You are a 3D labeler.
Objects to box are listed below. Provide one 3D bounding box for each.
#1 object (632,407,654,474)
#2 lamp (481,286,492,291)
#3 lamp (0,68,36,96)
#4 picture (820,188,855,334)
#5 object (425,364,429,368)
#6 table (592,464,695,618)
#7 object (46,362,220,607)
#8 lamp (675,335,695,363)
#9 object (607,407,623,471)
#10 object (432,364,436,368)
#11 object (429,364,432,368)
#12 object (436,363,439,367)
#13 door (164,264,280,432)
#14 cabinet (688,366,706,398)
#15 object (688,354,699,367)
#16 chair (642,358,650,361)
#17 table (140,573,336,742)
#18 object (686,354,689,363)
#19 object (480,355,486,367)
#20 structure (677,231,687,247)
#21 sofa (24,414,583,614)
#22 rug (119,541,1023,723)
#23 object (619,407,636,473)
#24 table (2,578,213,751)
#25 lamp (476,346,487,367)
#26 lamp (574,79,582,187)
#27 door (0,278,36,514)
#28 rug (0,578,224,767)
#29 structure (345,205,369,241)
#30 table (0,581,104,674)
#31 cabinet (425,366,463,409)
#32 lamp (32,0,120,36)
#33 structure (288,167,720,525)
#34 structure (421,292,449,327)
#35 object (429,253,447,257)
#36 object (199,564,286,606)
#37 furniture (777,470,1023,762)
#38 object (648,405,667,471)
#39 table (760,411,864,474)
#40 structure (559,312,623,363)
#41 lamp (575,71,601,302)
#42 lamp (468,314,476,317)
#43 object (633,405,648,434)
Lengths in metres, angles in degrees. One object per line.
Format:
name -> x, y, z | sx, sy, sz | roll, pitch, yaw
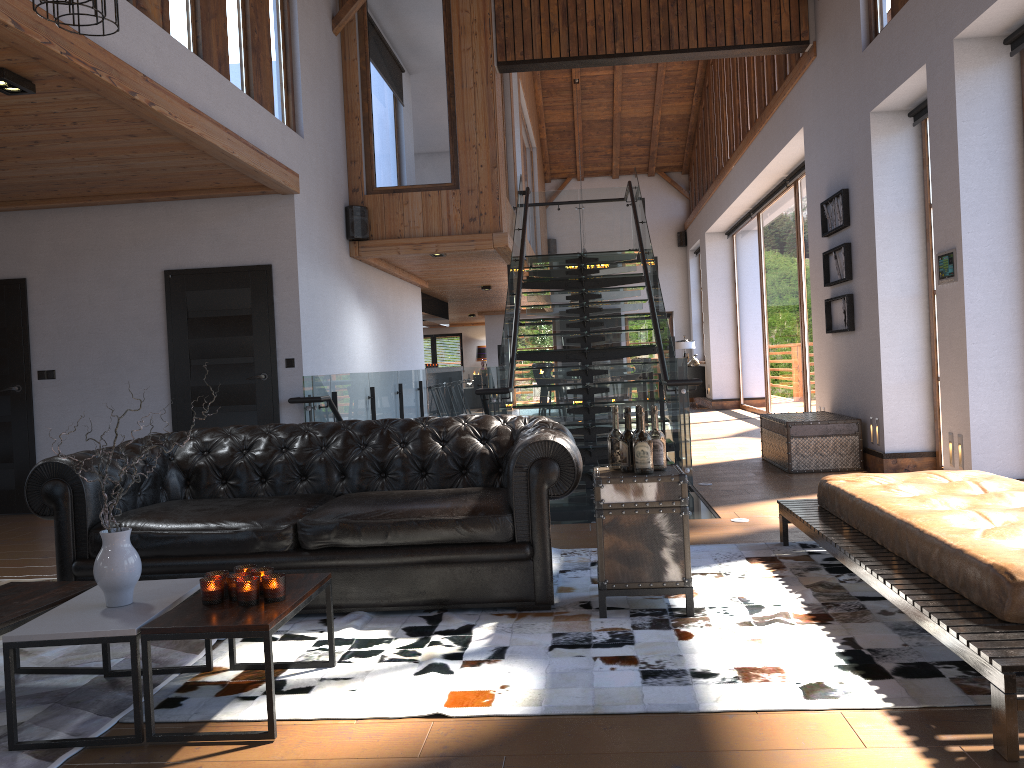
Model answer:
object -> 0.564, 0.244, 3.841 | 0.087, 0.286, 0.088 | -3, 1, 14
lamp -> -0.410, -1.565, 14.422 | 0.155, 0.068, 0.261 | -3, 1, 5
lamp -> -2.570, -1.541, 4.502 | 0.155, 0.068, 0.261 | -3, 1, 5
picture -> 3.132, -1.154, 8.548 | 0.059, 1.312, 0.775 | -3, 1, 5
object -> -1.673, -0.359, 17.501 | 0.080, 0.081, 0.078 | -4, 1, -41
table -> 0.572, 0.685, 3.934 | 0.405, 0.609, 0.418 | -3, 1, 4
object -> -1.319, 0.338, 3.026 | 0.404, 0.808, 0.624 | -3, 1, 16
lamp -> 3.951, -0.765, 20.238 | 0.467, 0.725, 0.473 | -3, 1, 13
object -> 0.475, 0.245, 4.015 | 0.088, 0.286, 0.087 | -3, 1, -19
object -> -1.610, -0.378, 18.233 | 0.080, 0.081, 0.078 | -4, 1, -41
object -> -1.642, -0.368, 17.867 | 0.080, 0.081, 0.078 | -4, 1, -41
object -> -1.579, -0.388, 18.599 | 0.080, 0.081, 0.078 | -4, 1, -41
door -> -2.468, 0.027, 7.614 | 0.940, 2.055, 0.144 | -3, 1, 4
cabinet -> 3.976, -0.064, 19.709 | 0.401, 0.655, 1.870 | -3, 1, 5
object -> 3.898, -0.505, 19.162 | 0.182, 0.262, 0.495 | -3, 1, -27
chair -> 2.234, 0.097, 15.862 | 0.565, 1.092, 0.507 | -3, 1, 13
table -> -0.895, 0.898, 3.007 | 0.399, 0.350, 0.651 | -3, 1, 5
object -> 3.908, -0.533, 19.719 | 0.150, 0.287, 0.501 | -3, 1, 5
object -> -0.718, -0.483, 21.911 | 0.151, 0.504, 0.325 | -3, 1, 4
structure -> 4.023, -3.424, 20.965 | 0.213, 0.349, 0.214 | -3, 1, 4
sofa -> -0.914, 0.628, 4.542 | 2.562, 0.838, 1.241 | -3, 1, 3
rug -> 0.723, 0.955, 3.945 | 3.801, 0.053, 2.437 | -3, 1, 5
object -> 0.517, 0.245, 3.926 | 0.088, 0.286, 0.087 | -3, 1, -18
table -> -1.333, 0.919, 3.009 | 0.400, 0.350, 0.650 | -3, 1, 0
lamp -> -0.270, -0.315, 26.455 | 1.640, 1.698, 0.520 | -3, 1, -18
lamp -> 1.390, -3.740, 17.714 | 0.629, 4.684, 0.614 | -3, 1, -41
door -> -4.639, 0.128, 7.748 | 0.940, 2.055, 0.144 | -3, 1, 4
rug -> -2.485, 1.130, 3.036 | 2.427, 0.053, 4.053 | -3, 1, 5
structure -> -1.611, -1.670, 9.219 | 0.213, 0.349, 0.214 | -3, 1, 4
table -> -1.783, 0.939, 3.072 | 0.398, 0.350, 0.653 | -3, 1, 10
cabinet -> -1.656, 0.259, 16.372 | 0.887, 1.103, 4.810 | -3, 1, 5
lamp -> -1.278, -2.113, 2.376 | 0.262, 2.201, 0.801 | -3, 1, -4
structure -> 2.944, 0.324, 11.167 | 9.195, 6.397, 11.047 | -3, 1, 4
structure -> -1.760, -1.337, 16.170 | 0.710, 0.476, 3.257 | -3, 1, 5
object -> -0.813, -1.439, 9.688 | 0.155, 0.068, 0.261 | -3, 1, 5
object -> -0.907, 0.684, 2.987 | 0.298, 0.081, 0.249 | -2, 2, 43
furniture -> 1.986, 0.709, 3.664 | 1.173, 0.436, 2.765 | -3, 1, 5
object -> 0.637, 0.239, 3.935 | 0.087, 0.286, 0.088 | -3, 1, 17
table -> 2.859, 0.542, 8.562 | 0.683, 0.469, 1.257 | -3, 1, 5
structure -> 1.886, -0.927, 21.012 | 1.442, 1.649, 0.434 | -3, 1, 4
lamp -> 1.254, -3.698, 16.125 | 0.629, 4.684, 0.614 | -3, 1, -41
lamp -> -0.995, -1.711, 22.104 | 0.155, 0.068, 0.261 | -3, 1, 5
object -> 0.577, 0.240, 4.004 | 0.086, 0.286, 0.089 | -2, 1, 44
